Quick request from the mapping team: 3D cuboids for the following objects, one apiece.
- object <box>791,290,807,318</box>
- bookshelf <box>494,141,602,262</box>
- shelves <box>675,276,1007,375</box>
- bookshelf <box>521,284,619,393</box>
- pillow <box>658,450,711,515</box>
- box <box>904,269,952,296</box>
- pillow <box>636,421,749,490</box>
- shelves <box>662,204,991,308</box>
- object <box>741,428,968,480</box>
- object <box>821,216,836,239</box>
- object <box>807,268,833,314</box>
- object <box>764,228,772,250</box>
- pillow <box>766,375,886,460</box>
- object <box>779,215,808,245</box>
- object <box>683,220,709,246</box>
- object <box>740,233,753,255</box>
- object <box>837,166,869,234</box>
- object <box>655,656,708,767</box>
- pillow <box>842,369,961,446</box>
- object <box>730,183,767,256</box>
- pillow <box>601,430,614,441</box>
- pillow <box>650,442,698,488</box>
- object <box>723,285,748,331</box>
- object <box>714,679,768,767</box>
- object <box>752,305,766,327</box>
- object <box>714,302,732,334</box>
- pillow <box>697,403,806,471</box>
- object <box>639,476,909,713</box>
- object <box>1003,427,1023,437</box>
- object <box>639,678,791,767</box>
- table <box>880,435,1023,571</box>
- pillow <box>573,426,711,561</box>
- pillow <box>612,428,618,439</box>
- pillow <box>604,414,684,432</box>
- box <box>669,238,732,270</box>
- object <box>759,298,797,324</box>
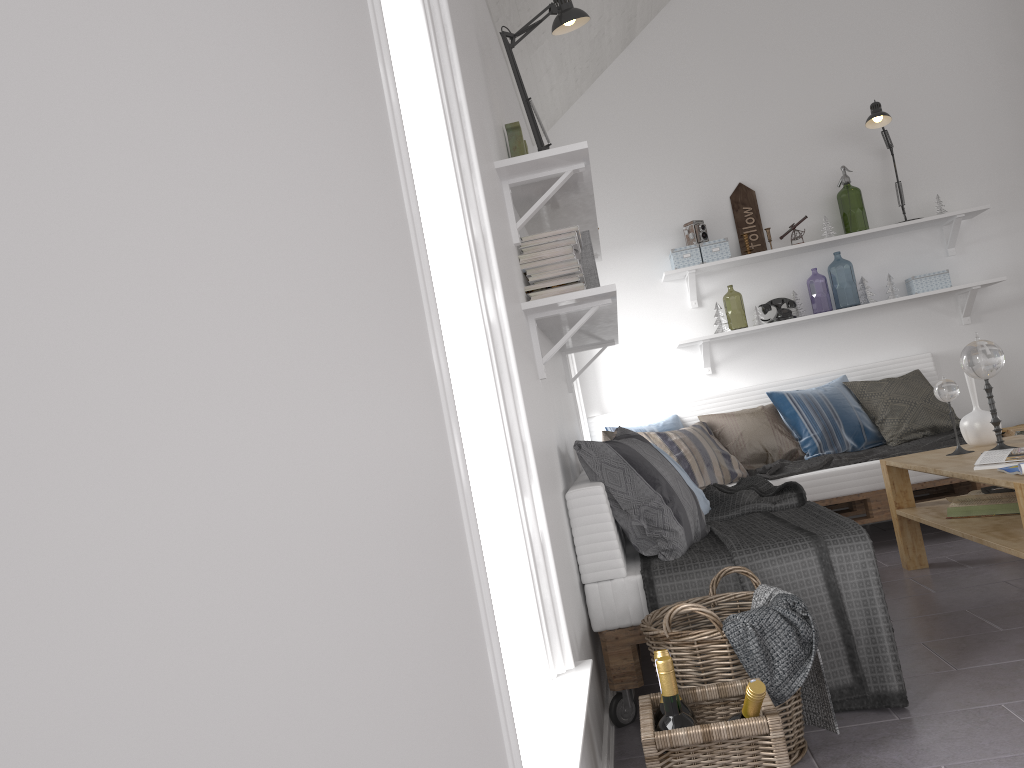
[{"bbox_3d":[1.667,-0.465,5.201,0.127,0.176,0.007,-11,-3,12],"label":"object"},{"bbox_3d":[0.209,-0.518,3.391,0.269,0.212,1.820,-11,-3,7],"label":"bookshelf"},{"bbox_3d":[1.877,-0.311,5.123,1.820,0.212,0.269,-11,-3,7],"label":"shelves"},{"bbox_3d":[0.286,-0.115,3.367,0.269,0.212,1.820,-11,-3,7],"label":"bookshelf"},{"bbox_3d":[0.537,0.390,3.351,0.331,0.401,0.525,-12,-4,25],"label":"pillow"},{"bbox_3d":[2.385,-0.573,5.081,0.202,0.110,0.137,-11,-3,7],"label":"box"},{"bbox_3d":[0.981,0.400,4.800,0.516,0.392,0.358,-9,-4,-24],"label":"pillow"},{"bbox_3d":[1.801,-0.713,5.147,1.820,0.212,0.269,-11,-3,7],"label":"shelves"},{"bbox_3d":[1.915,0.563,4.704,1.449,0.508,0.716,-11,-3,-4],"label":"object"},{"bbox_3d":[1.821,-0.902,5.120,0.075,0.147,0.075,-9,-4,-27],"label":"object"},{"bbox_3d":[1.774,-0.537,5.128,0.111,0.270,0.111,-12,-4,24],"label":"object"},{"bbox_3d":[1.512,-0.839,5.197,0.052,0.148,0.052,-9,-4,-32],"label":"object"},{"bbox_3d":[1.741,0.184,4.882,0.526,0.428,0.311,-10,-4,-15],"label":"pillow"},{"bbox_3d":[1.653,-0.878,5.189,0.092,0.172,0.177,-9,-4,-26],"label":"object"},{"bbox_3d":[1.106,-0.894,5.285,0.121,0.157,0.117,-8,-4,-34],"label":"object"},{"bbox_3d":[1.378,-0.816,5.194,0.085,0.152,0.085,-13,-4,30],"label":"object"},{"bbox_3d":[1.958,-1.064,5.136,0.136,0.415,0.136,-14,-4,39],"label":"object"},{"bbox_3d":[0.346,0.749,1.811,0.095,0.377,0.095,-14,-5,42],"label":"object"},{"bbox_3d":[2.164,0.125,4.848,0.519,0.395,0.334,-10,-4,-16],"label":"pillow"},{"bbox_3d":[1.413,-0.980,5.316,0.154,0.480,0.053,-11,-3,12],"label":"object"},{"bbox_3d":[0.646,0.425,4.582,0.334,0.438,0.545,-11,-3,12],"label":"pillow"},{"bbox_3d":[0.669,0.426,4.163,0.341,0.408,0.523,-12,-4,22],"label":"pillow"},{"bbox_3d":[1.298,-0.444,5.173,0.111,0.270,0.111,-12,-4,24],"label":"object"},{"bbox_3d":[0.475,0.754,1.840,0.095,0.332,0.284,-10,-4,-14],"label":"object"},{"bbox_3d":[1.417,-0.396,5.117,0.072,0.124,0.068,-10,-3,-9],"label":"object"},{"bbox_3d":[1.217,-0.389,5.199,0.113,0.195,0.107,-12,-3,13],"label":"object"},{"bbox_3d":[1.355,0.315,4.936,0.521,0.381,0.366,-11,-3,3],"label":"pillow"},{"bbox_3d":[0.820,0.673,3.265,0.685,0.533,1.892,-11,-3,6],"label":"object"},{"bbox_3d":[2.860,0.221,4.590,0.571,0.079,0.115,-11,-3,7],"label":"object"},{"bbox_3d":[0.430,0.810,1.863,0.276,0.270,0.276,-11,-3,7],"label":"object"},{"bbox_3d":[1.893,0.491,3.195,0.607,0.485,1.457,-11,-3,7],"label":"table"},{"bbox_3d":[0.432,0.351,2.912,0.301,0.444,0.534,-12,-4,23],"label":"pillow"},{"bbox_3d":[0.550,0.389,3.734,0.316,0.438,0.546,-12,-4,19],"label":"pillow"},{"bbox_3d":[0.844,0.403,5.066,0.534,0.437,0.287,-9,-4,-21],"label":"pillow"},{"bbox_3d":[1.116,-0.750,5.275,0.332,0.131,0.242,-11,-3,7],"label":"box"},{"bbox_3d":[1.545,-0.426,5.170,0.203,0.146,0.171,-13,-4,30],"label":"object"}]
